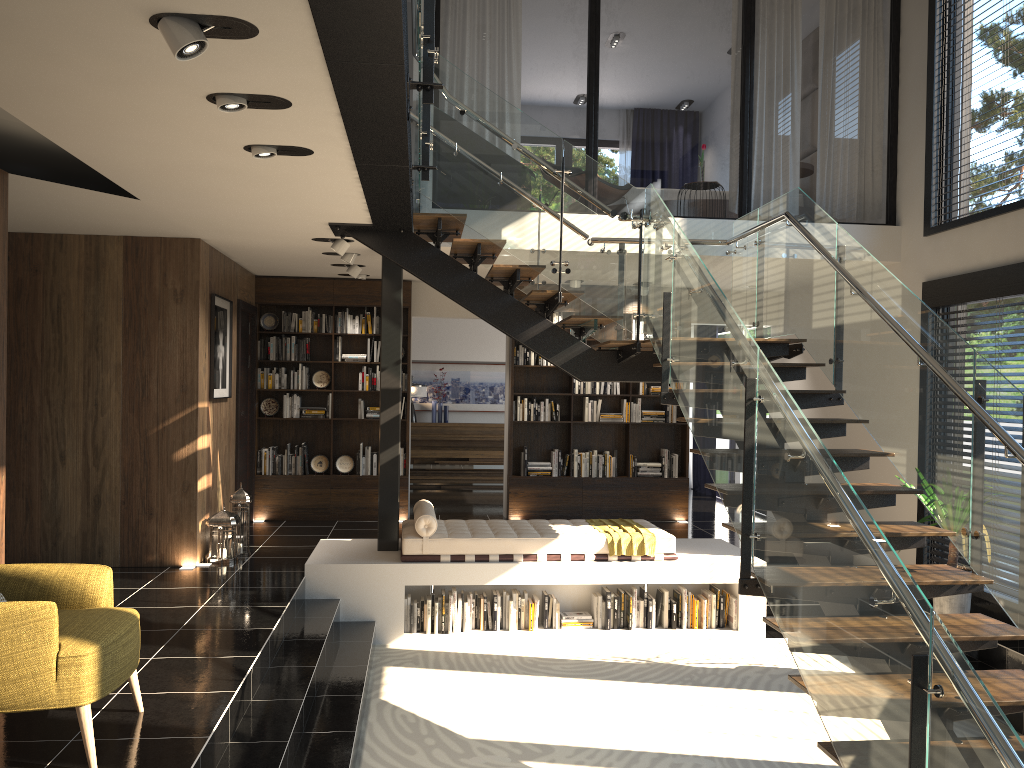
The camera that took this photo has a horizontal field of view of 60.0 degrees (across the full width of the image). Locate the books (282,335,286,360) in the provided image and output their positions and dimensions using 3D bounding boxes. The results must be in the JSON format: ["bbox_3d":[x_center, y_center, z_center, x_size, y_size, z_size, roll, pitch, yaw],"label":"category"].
[{"bbox_3d":[-2.540,-0.402,9.866,0.015,0.287,0.154,1,1,-6],"label":"books"}]

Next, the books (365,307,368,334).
[{"bbox_3d":[-1.636,-0.708,9.947,0.015,0.303,0.252,1,0,-6],"label":"books"}]

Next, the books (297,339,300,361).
[{"bbox_3d":[-2.371,-0.375,9.895,0.028,0.240,0.148,1,0,-6],"label":"books"}]

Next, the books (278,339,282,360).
[{"bbox_3d":[-2.564,-0.380,9.834,0.039,0.243,0.179,1,0,-6],"label":"books"}]

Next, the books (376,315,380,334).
[{"bbox_3d":[-1.515,-0.663,10.017,0.037,0.218,0.144,1,0,-6],"label":"books"}]

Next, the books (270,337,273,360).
[{"bbox_3d":[-2.651,-0.387,9.843,0.035,0.255,0.183,1,0,-6],"label":"books"}]

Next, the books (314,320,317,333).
[{"bbox_3d":[-2.191,-0.640,9.931,0.040,0.149,0.125,1,0,-6],"label":"books"}]

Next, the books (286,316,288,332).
[{"bbox_3d":[-2.494,-0.661,9.890,0.020,0.180,0.153,1,0,-6],"label":"books"}]

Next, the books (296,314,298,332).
[{"bbox_3d":[-2.392,-0.675,9.894,0.014,0.212,0.184,1,0,-6],"label":"books"}]

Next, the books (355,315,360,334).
[{"bbox_3d":[-1.735,-0.664,9.967,0.034,0.211,0.206,1,0,-6],"label":"books"}]

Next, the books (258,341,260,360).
[{"bbox_3d":[-2.795,-0.370,9.853,0.023,0.215,0.148,1,0,-6],"label":"books"}]

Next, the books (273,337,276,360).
[{"bbox_3d":[-2.623,-0.393,9.842,0.022,0.267,0.197,1,0,-6],"label":"books"}]

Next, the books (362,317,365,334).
[{"bbox_3d":[-1.664,-0.652,9.988,0.029,0.191,0.177,1,0,-6],"label":"books"}]

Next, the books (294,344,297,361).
[{"bbox_3d":[-2.394,-0.350,9.857,0.025,0.188,0.181,1,0,-6],"label":"books"}]

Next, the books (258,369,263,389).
[{"bbox_3d":[-2.797,-0.060,9.860,0.030,0.224,0.166,1,0,-6],"label":"books"}]

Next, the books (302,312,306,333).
[{"bbox_3d":[-2.302,-0.683,9.875,0.039,0.230,0.205,1,0,-6],"label":"books"}]

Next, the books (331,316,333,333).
[{"bbox_3d":[-2.009,-0.660,9.937,0.024,0.194,0.182,1,0,-6],"label":"books"}]

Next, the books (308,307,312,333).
[{"bbox_3d":[-2.250,-0.706,9.867,0.012,0.278,0.228,1,0,-6],"label":"books"}]

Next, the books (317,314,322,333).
[{"bbox_3d":[-2.154,-0.674,9.924,0.030,0.217,0.165,1,0,-6],"label":"books"}]

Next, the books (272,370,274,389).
[{"bbox_3d":[-2.653,-0.049,9.889,0.018,0.208,0.126,1,0,-6],"label":"books"}]

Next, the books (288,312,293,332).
[{"bbox_3d":[-2.469,-0.682,9.872,0.026,0.222,0.202,1,0,-6],"label":"books"}]

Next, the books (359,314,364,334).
[{"bbox_3d":[-1.699,-0.669,9.986,0.042,0.223,0.163,1,0,-6],"label":"books"}]

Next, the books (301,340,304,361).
[{"bbox_3d":[-2.330,-0.376,9.892,0.024,0.242,0.144,1,0,-6],"label":"books"}]

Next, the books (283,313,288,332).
[{"bbox_3d":[-2.511,-0.679,9.842,0.024,0.216,0.210,1,0,-6],"label":"books"}]

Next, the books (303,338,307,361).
[{"bbox_3d":[-2.306,-0.385,9.899,0.025,0.263,0.147,1,0,-6],"label":"books"}]

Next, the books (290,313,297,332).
[{"bbox_3d":[-2.427,-0.678,9.884,0.059,0.216,0.159,1,0,-6],"label":"books"}]

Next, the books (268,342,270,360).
[{"bbox_3d":[-2.681,-0.363,9.841,0.025,0.204,0.192,1,0,-6],"label":"books"}]

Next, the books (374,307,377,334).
[{"bbox_3d":[-1.535,-0.705,9.952,0.017,0.302,0.266,1,0,-6],"label":"books"}]

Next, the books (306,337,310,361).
[{"bbox_3d":[-2.276,-0.387,9.903,0.035,0.266,0.133,1,1,-6],"label":"books"}]

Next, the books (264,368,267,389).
[{"bbox_3d":[-2.723,-0.064,9.833,0.022,0.235,0.194,1,0,-6],"label":"books"}]

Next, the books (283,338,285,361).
[{"bbox_3d":[-2.523,-0.386,9.865,0.018,0.256,0.172,1,0,-6],"label":"books"}]

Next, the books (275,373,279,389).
[{"bbox_3d":[-2.604,-0.034,9.859,0.035,0.180,0.164,1,0,-6],"label":"books"}]

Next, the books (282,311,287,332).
[{"bbox_3d":[-2.535,-0.689,9.877,0.017,0.234,0.200,1,0,-6],"label":"books"}]

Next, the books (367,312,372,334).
[{"bbox_3d":[-1.602,-0.679,9.994,0.064,0.247,0.209,1,0,-6],"label":"books"}]

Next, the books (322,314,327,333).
[{"bbox_3d":[-2.096,-0.670,9.916,0.027,0.212,0.180,1,0,-6],"label":"books"}]

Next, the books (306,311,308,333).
[{"bbox_3d":[-2.269,-0.687,9.866,0.025,0.239,0.220,1,0,-6],"label":"books"}]

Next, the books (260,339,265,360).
[{"bbox_3d":[-2.771,-0.377,9.837,0.023,0.231,0.143,1,0,-6],"label":"books"}]

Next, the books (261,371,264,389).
[{"bbox_3d":[-2.759,-0.043,9.859,0.045,0.192,0.164,1,0,-6],"label":"books"}]

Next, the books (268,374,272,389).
[{"bbox_3d":[-2.679,-0.030,9.866,0.037,0.169,0.148,1,0,-6],"label":"books"}]

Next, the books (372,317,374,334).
[{"bbox_3d":[-1.558,-0.653,9.987,0.021,0.197,0.200,1,0,-6],"label":"books"}]

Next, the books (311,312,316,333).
[{"bbox_3d":[-2.218,-0.684,9.906,0.020,0.235,0.206,1,0,-6],"label":"books"}]

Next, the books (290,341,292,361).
[{"bbox_3d":[-2.452,-0.367,9.877,0.024,0.220,0.123,1,0,-6],"label":"books"}]

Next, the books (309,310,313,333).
[{"bbox_3d":[-2.236,-0.689,9.893,0.020,0.245,0.228,1,0,-6],"label":"books"}]

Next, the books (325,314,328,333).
[{"bbox_3d":[-2.062,-0.670,9.913,0.039,0.212,0.172,1,0,-6],"label":"books"}]

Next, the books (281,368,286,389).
[{"bbox_3d":[-2.537,-0.062,9.860,0.026,0.237,0.164,1,0,-6],"label":"books"}]

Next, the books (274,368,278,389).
[{"bbox_3d":[-2.633,-0.063,9.884,0.019,0.236,0.139,1,0,-6],"label":"books"}]

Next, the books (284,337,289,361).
[{"bbox_3d":[-2.503,-0.390,9.849,0.019,0.264,0.175,1,0,-6],"label":"books"}]

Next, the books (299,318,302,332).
[{"bbox_3d":[-2.342,-0.646,9.889,0.035,0.156,0.186,1,0,-6],"label":"books"}]

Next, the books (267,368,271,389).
[{"bbox_3d":[-2.708,-0.062,9.881,0.018,0.232,0.123,1,1,-6],"label":"books"}]

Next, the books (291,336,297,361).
[{"bbox_3d":[-2.423,-0.393,9.865,0.033,0.273,0.189,1,0,-6],"label":"books"}]

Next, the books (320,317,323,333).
[{"bbox_3d":[-2.122,-0.651,9.895,0.029,0.172,0.187,1,0,-6],"label":"books"}]

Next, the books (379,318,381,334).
[{"bbox_3d":[-1.481,-0.646,9.995,0.027,0.186,0.220,1,0,-6],"label":"books"}]

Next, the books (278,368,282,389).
[{"bbox_3d":[-2.569,-0.061,9.877,0.036,0.235,0.169,1,0,-6],"label":"books"}]

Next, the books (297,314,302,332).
[{"bbox_3d":[-2.374,-0.670,9.913,0.025,0.203,0.156,1,0,-6],"label":"books"}]

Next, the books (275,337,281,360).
[{"bbox_3d":[-2.599,-0.389,9.850,0.027,0.260,0.181,1,0,-6],"label":"books"}]

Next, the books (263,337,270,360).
[{"bbox_3d":[-2.728,-0.389,9.861,0.066,0.255,0.127,1,1,-6],"label":"books"}]

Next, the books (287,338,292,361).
[{"bbox_3d":[-2.480,-0.384,9.877,0.032,0.255,0.160,1,0,-6],"label":"books"}]

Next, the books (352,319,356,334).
[{"bbox_3d":[-1.770,-0.644,9.969,0.034,0.171,0.158,1,0,-6],"label":"books"}]

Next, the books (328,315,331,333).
[{"bbox_3d":[-2.029,-0.664,9.902,0.023,0.202,0.201,1,0,-6],"label":"books"}]
